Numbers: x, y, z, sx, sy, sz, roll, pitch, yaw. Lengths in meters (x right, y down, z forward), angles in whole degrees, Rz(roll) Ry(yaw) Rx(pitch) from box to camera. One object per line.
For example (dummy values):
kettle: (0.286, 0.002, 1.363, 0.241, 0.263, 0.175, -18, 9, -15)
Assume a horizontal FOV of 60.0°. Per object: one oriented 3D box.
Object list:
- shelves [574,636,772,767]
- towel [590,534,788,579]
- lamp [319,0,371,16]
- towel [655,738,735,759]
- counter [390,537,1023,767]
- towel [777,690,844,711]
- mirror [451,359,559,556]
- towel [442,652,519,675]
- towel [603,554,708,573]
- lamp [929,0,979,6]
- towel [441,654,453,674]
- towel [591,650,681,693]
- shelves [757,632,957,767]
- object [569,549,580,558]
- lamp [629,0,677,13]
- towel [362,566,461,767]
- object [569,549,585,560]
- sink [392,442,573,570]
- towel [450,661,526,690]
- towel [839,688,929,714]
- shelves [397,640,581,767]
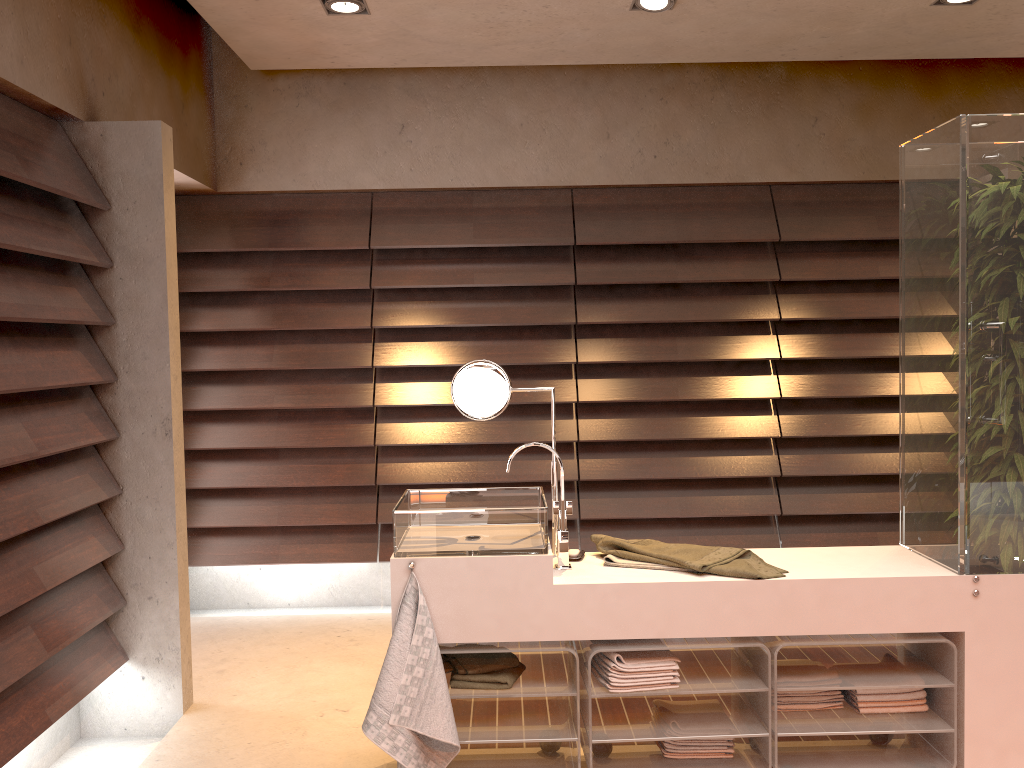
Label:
shelves: (0.439, 0.903, 2.505, 0.487, 0.436, 0.368, -1, 3, -3)
towel: (0.507, 0.480, 2.541, 0.571, 0.057, 0.258, 1, 4, 41)
lamp: (-0.618, -1.419, 3.281, 0.165, 0.051, 0.170, -1, 3, -1)
towel: (0.522, 0.992, 2.575, 0.221, 0.098, 0.220, -1, 3, -2)
counter: (1.151, 0.763, 2.527, 2.931, 0.686, 0.350, -1, 3, -1)
towel: (0.833, 0.867, 2.593, 0.220, 0.098, 0.221, -1, 3, -2)
mirror: (-0.023, 0.219, 2.665, 0.316, 0.589, 0.074, -1, 3, 2)
towel: (-0.093, 0.784, 2.520, 0.192, 0.062, 0.192, -2, 3, -22)
towel: (0.472, 0.497, 2.538, 0.394, 0.027, 0.202, 0, 3, 19)
lamp: (1.677, -1.464, 3.302, 0.165, 0.051, 0.170, -1, 3, -1)
towel: (-0.181, 0.794, 2.578, 0.180, 0.040, 0.196, 0, 3, 13)
towel: (0.334, 0.760, 2.448, 0.221, 0.098, 0.220, -2, 3, -12)
shelves: (0.939, 0.892, 2.540, 0.487, 0.436, 0.368, -1, 3, -1)
object: (0.181, 0.499, 2.619, 0.035, 0.016, 0.066, -1, 3, 11)
lamp: (0.528, -1.435, 3.292, 0.165, 0.068, 0.170, -1, 3, -1)
towel: (-0.266, 0.765, 2.288, 0.252, 0.598, 0.121, -2, 3, -17)
object: (0.182, 0.506, 2.620, 0.065, 0.011, 0.108, -1, 3, 13)
sink: (-0.073, 0.344, 2.494, 0.486, 0.357, 0.340, -1, 3, -1)
towel: (-0.072, 0.800, 2.475, 0.206, 0.034, 0.198, -1, 3, 9)
towel: (1.052, 0.864, 2.566, 0.221, 0.098, 0.220, -1, 3, -2)
shelves: (-0.065, 0.912, 2.531, 0.487, 0.436, 0.368, -1, 3, -1)
